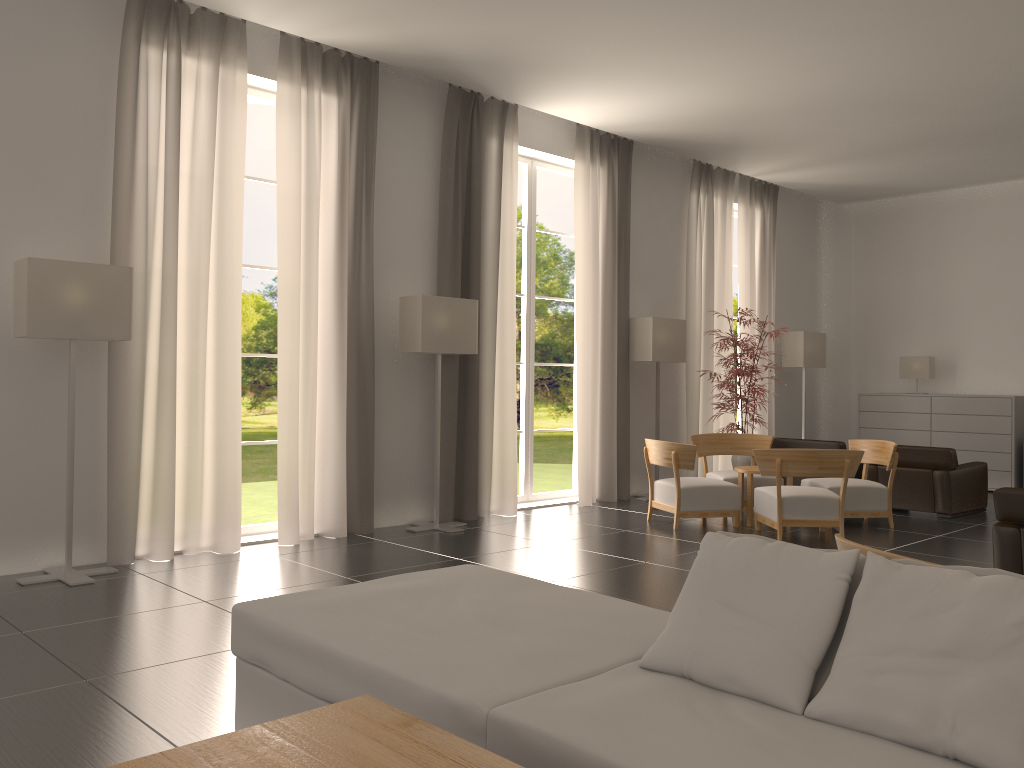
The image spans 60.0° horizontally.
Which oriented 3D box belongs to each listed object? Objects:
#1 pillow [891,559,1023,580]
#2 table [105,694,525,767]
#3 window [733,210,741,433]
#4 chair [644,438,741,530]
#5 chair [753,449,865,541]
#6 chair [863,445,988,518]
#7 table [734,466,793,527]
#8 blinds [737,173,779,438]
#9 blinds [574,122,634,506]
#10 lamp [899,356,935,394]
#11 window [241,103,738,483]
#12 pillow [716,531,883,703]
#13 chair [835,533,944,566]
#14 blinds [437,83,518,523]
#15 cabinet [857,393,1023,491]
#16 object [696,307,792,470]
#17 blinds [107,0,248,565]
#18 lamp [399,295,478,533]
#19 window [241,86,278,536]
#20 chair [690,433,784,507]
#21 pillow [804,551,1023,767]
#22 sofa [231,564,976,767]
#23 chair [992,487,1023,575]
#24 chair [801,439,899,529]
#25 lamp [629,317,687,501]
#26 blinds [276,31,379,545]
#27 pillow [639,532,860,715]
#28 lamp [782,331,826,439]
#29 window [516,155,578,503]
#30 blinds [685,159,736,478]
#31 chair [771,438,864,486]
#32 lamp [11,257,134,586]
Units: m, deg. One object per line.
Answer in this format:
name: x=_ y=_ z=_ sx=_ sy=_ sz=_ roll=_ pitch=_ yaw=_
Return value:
pillow: x=1.754 y=1.030 z=3.371 sx=0.557 sy=0.592 sz=0.919 roll=1 pitch=0 yaw=-44
table: x=-0.588 y=1.607 z=2.250 sx=1.600 sy=0.840 sz=1.600 roll=1 pitch=0 yaw=-43
window: x=4.104 y=-0.871 z=18.466 sx=2.643 sy=5.752 sz=0.110 roll=1 pitch=-1 yaw=-43
chair: x=2.573 y=1.421 z=12.914 sx=1.151 sy=1.227 sz=1.452 roll=1 pitch=0 yaw=-18
chair: x=3.871 y=1.440 z=11.858 sx=1.452 sy=1.227 sz=1.150 roll=1 pitch=0 yaw=2
chair: x=6.773 y=1.533 z=14.615 sx=1.499 sy=1.076 sz=1.538 roll=1 pitch=0 yaw=-43
table: x=3.714 y=1.645 z=13.029 sx=0.870 sy=0.803 sz=0.870 roll=1 pitch=0 yaw=-21
blinds: x=5.134 y=-1.169 z=18.603 sx=0.417 sy=6.434 sz=1.549 roll=0 pitch=-1 yaw=43
blinds: x=1.559 y=-1.202 z=15.213 sx=0.417 sy=6.434 sz=1.549 roll=0 pitch=-1 yaw=43
lamp: x=8.640 y=-0.186 z=18.917 sx=0.309 sy=0.796 sz=0.619 roll=1 pitch=-1 yaw=-43
window: x=14.976 y=-3.305 z=13.450 sx=48.613 sy=20.587 sz=99.122 roll=1 pitch=0 yaw=-43
pillow: x=1.153 y=1.022 z=4.008 sx=0.549 sy=0.577 sz=0.919 roll=1 pitch=0 yaw=-43
chair: x=2.366 y=1.444 z=4.495 sx=1.151 sy=1.227 sz=1.452 roll=1 pitch=0 yaw=-18
blinds: x=-0.497 y=-1.221 z=13.266 sx=1.549 sy=6.434 sz=0.415 roll=1 pitch=-1 yaw=-39
cabinet: x=8.884 y=1.155 z=18.356 sx=1.040 sy=1.877 sz=3.080 roll=1 pitch=-1 yaw=-43
object: x=4.008 y=0.349 z=15.661 sx=1.489 sy=3.399 sz=1.770 roll=0 pitch=-1 yaw=32
blinds: x=-3.791 y=-1.251 z=10.143 sx=1.549 sy=6.434 sz=0.415 roll=1 pitch=-1 yaw=-39
lamp: x=-1.029 y=0.401 z=12.294 sx=1.000 sy=3.179 sz=0.908 roll=1 pitch=-1 yaw=-43
window: x=-3.567 y=-0.942 z=11.193 sx=2.643 sy=5.752 sz=0.110 roll=1 pitch=-1 yaw=-43
chair: x=3.636 y=1.430 z=14.189 sx=1.452 sy=1.227 sz=1.150 roll=1 pitch=0 yaw=-8
pillow: x=1.610 y=1.011 z=3.324 sx=0.595 sy=0.595 sz=0.802 roll=1 pitch=0 yaw=-43
sofa: x=-0.422 y=1.419 z=2.385 sx=5.603 sy=1.205 sz=5.525 roll=1 pitch=0 yaw=-43
chair: x=5.539 y=1.538 z=8.403 sx=1.499 sy=1.076 sz=1.538 roll=1 pitch=0 yaw=-43
chair: x=5.011 y=1.450 z=13.128 sx=1.151 sy=1.227 sz=1.451 roll=1 pitch=0 yaw=-3
lamp: x=2.582 y=0.435 z=15.718 sx=1.000 sy=3.179 sz=0.908 roll=1 pitch=-1 yaw=-43
blinds: x=-2.389 y=-1.238 z=11.470 sx=0.417 sy=6.434 sz=1.549 roll=0 pitch=-1 yaw=43
pillow: x=1.050 y=1.000 z=3.914 sx=0.585 sy=0.598 sz=0.801 roll=1 pitch=0 yaw=-44
lamp: x=6.354 y=0.469 z=19.294 sx=1.000 sy=3.179 sz=0.908 roll=1 pitch=-1 yaw=-43
window: x=0.269 y=-0.907 z=14.829 sx=2.643 sy=5.752 sz=0.110 roll=1 pitch=-1 yaw=-43
blinds: x=3.905 y=-1.180 z=17.439 sx=1.549 sy=6.434 sz=0.415 roll=1 pitch=-1 yaw=-39
chair: x=5.543 y=1.514 z=15.912 sx=1.499 sy=1.076 sz=1.538 roll=1 pitch=0 yaw=-43
lamp: x=-4.483 y=0.369 z=9.020 sx=1.000 sy=3.179 sz=0.908 roll=1 pitch=-1 yaw=-43
